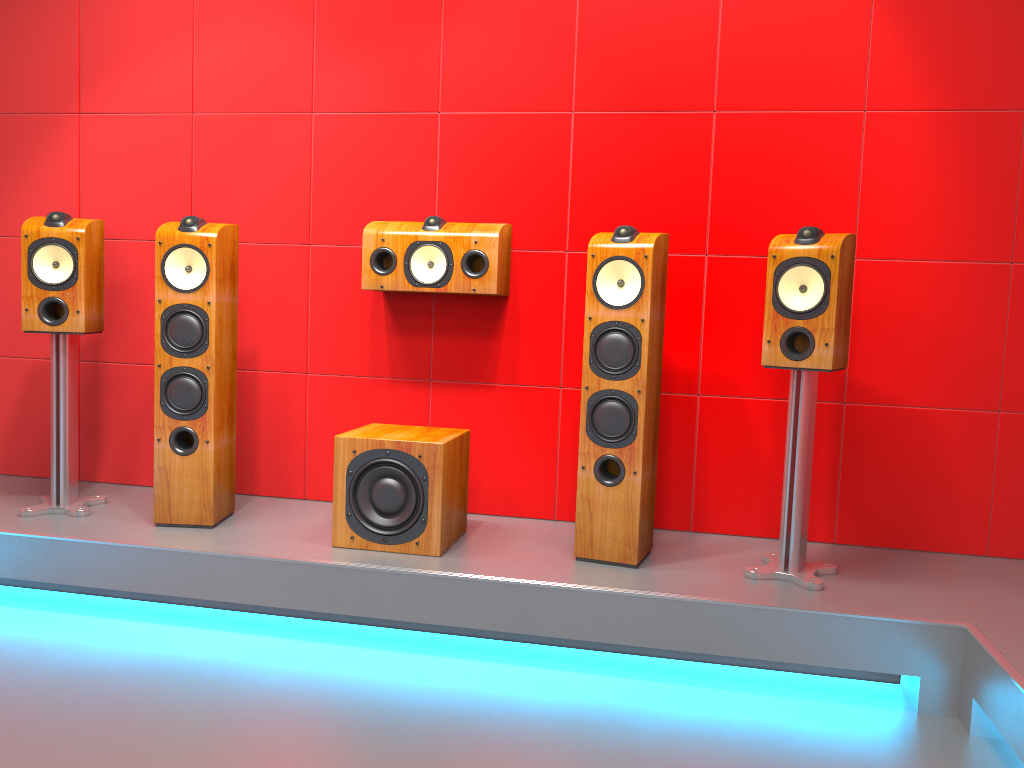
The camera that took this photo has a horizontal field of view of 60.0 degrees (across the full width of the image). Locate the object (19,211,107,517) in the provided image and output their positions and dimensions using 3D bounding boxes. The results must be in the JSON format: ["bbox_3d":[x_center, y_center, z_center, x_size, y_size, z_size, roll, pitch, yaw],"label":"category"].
[{"bbox_3d":[-1.599,-0.075,3.170,0.231,1.058,0.265,2,5,-9],"label":"object"}]

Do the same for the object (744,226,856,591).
[{"bbox_3d":[0.884,0.061,2.697,0.231,1.058,0.265,5,5,31],"label":"object"}]

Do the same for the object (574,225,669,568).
[{"bbox_3d":[0.349,0.032,2.822,0.203,1.052,0.238,4,5,21],"label":"object"}]

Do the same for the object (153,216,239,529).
[{"bbox_3d":[-1.093,-0.045,3.073,0.203,1.052,0.238,2,5,1],"label":"object"}]

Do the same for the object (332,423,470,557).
[{"bbox_3d":[-0.362,0.341,2.957,0.360,0.360,0.360,3,5,11],"label":"object"}]

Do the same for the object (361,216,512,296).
[{"bbox_3d":[-0.269,-0.466,3.211,0.493,0.271,0.235,3,5,11],"label":"object"}]
